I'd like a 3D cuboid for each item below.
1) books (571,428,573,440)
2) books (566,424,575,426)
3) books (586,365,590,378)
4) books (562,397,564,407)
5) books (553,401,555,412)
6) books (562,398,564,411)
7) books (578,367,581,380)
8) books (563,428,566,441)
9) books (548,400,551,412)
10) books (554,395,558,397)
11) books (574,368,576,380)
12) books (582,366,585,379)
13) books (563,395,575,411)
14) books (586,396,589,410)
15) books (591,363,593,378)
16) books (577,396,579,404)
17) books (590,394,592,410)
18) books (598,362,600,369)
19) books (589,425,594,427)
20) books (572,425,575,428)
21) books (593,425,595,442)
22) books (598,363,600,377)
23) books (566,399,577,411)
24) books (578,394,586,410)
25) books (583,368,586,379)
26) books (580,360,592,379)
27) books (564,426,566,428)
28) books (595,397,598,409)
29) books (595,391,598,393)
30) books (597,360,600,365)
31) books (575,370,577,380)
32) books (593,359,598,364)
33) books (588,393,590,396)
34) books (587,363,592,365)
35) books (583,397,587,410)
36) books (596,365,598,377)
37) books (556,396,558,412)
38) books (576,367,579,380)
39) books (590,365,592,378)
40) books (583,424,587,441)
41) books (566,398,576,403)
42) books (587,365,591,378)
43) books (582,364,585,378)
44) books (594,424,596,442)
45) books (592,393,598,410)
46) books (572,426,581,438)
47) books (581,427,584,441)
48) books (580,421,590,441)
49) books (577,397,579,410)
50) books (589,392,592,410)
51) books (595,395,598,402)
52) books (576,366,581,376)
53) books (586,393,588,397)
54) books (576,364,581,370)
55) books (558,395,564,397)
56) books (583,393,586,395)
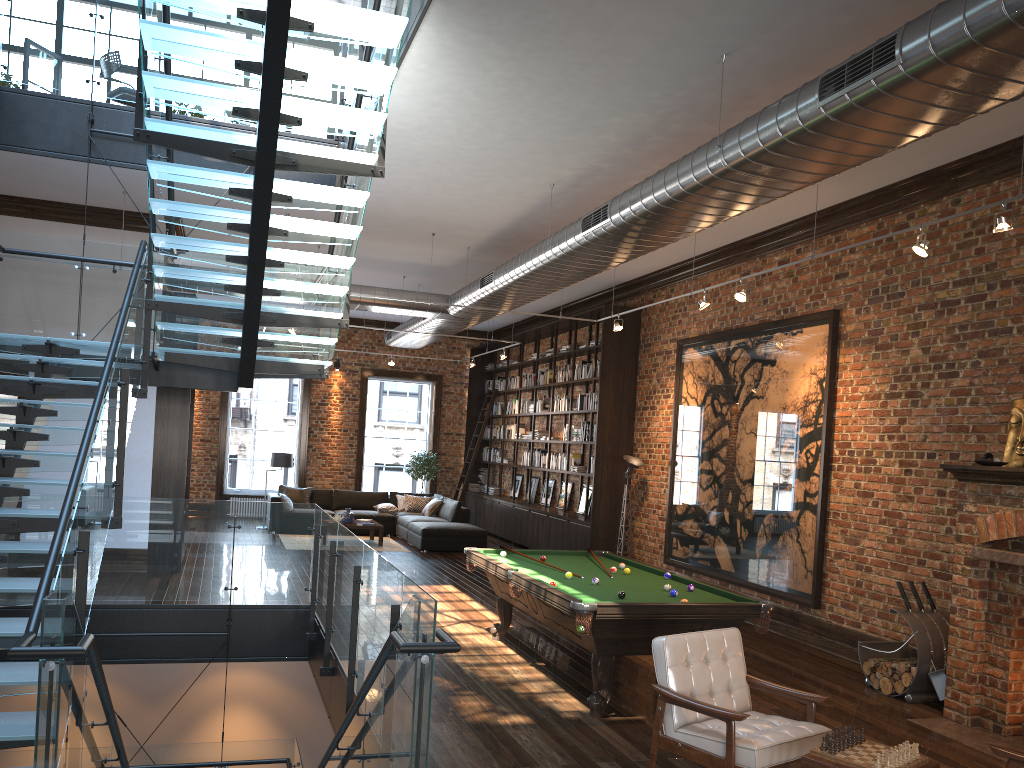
[{"bbox_3d":[1.057,0.863,15.051,0.184,0.222,0.033,4,1,-18],"label":"books"},{"bbox_3d":[1.006,0.841,15.304,0.154,0.296,0.016,4,1,-18],"label":"books"},{"bbox_3d":[1.298,-0.185,14.519,0.165,0.258,0.099,4,0,-18],"label":"books"},{"bbox_3d":[0.958,0.363,15.487,0.156,0.265,0.014,4,1,-18],"label":"books"},{"bbox_3d":[0.806,0.411,15.890,0.224,0.209,0.064,4,0,-18],"label":"books"},{"bbox_3d":[0.971,0.373,15.428,0.186,0.238,0.035,4,1,-18],"label":"books"},{"bbox_3d":[1.191,-0.159,14.842,0.169,0.231,0.028,4,1,-18],"label":"books"},{"bbox_3d":[0.984,0.879,15.315,0.187,0.219,0.016,4,1,-18],"label":"books"},{"bbox_3d":[0.766,0.391,16.009,0.190,0.260,0.093,4,0,-18],"label":"books"},{"bbox_3d":[0.806,0.360,15.983,0.143,0.324,0.116,3,0,-18],"label":"books"},{"bbox_3d":[1.139,-0.145,14.996,0.172,0.219,0.027,4,1,-18],"label":"books"},{"bbox_3d":[1.253,-0.173,14.638,0.172,0.236,0.025,4,1,-18],"label":"books"},{"bbox_3d":[0.984,0.345,15.363,0.183,0.285,0.034,4,1,-18],"label":"books"},{"bbox_3d":[1.297,0.317,14.390,0.189,0.240,0.016,4,1,-18],"label":"books"},{"bbox_3d":[1.365,-0.198,14.302,0.189,0.252,0.018,4,1,-18],"label":"books"},{"bbox_3d":[1.163,0.337,14.872,0.161,0.254,0.014,4,1,-18],"label":"books"},{"bbox_3d":[1.351,0.294,14.238,0.177,0.272,0.042,4,1,-18],"label":"books"},{"bbox_3d":[1.443,-0.216,14.061,0.163,0.263,0.030,4,1,-18],"label":"books"},{"bbox_3d":[1.312,0.799,14.289,0.192,0.271,0.026,4,1,-18],"label":"books"},{"bbox_3d":[1.081,0.843,15.093,0.129,0.270,0.034,3,1,-18],"label":"books"},{"bbox_3d":[1.381,0.788,14.096,0.158,0.273,0.032,4,1,-18],"label":"books"},{"bbox_3d":[1.446,-0.206,14.031,0.165,0.240,0.031,4,1,-18],"label":"books"},{"bbox_3d":[1.027,0.378,15.265,0.182,0.218,0.050,4,0,-18],"label":"books"},{"bbox_3d":[1.214,0.311,14.547,0.246,0.265,0.037,4,1,-18],"label":"books"},{"bbox_3d":[1.263,-0.159,14.588,0.190,0.202,0.027,4,1,-18],"label":"books"},{"bbox_3d":[1.230,-0.218,14.703,0.180,0.332,0.016,4,1,-18],"label":"books"},{"bbox_3d":[0.980,0.859,15.352,0.174,0.265,0.026,4,1,-18],"label":"books"},{"bbox_3d":[1.394,0.309,13.864,0.190,0.194,0.028,4,0,-18],"label":"books"},{"bbox_3d":[1.358,0.265,13.991,0.183,0.294,0.012,4,1,-18],"label":"books"},{"bbox_3d":[1.418,-0.227,14.182,0.131,0.299,0.022,3,1,-18],"label":"books"},{"bbox_3d":[1.149,-0.132,14.920,0.190,0.182,0.025,4,0,-18],"label":"books"},{"bbox_3d":[1.377,-0.234,14.271,0.166,0.321,0.008,4,1,-18],"label":"books"},{"bbox_3d":[1.310,0.299,14.431,0.162,0.283,0.056,4,1,-18],"label":"books"},{"bbox_3d":[1.296,-0.196,14.576,0.153,0.279,0.013,4,1,-18],"label":"books"},{"bbox_3d":[1.263,0.327,14.484,0.187,0.230,0.035,4,1,-18],"label":"books"},{"bbox_3d":[1.410,-0.185,14.153,0.169,0.210,0.033,4,1,-18],"label":"books"},{"bbox_3d":[0.875,0.368,15.753,0.173,0.283,0.013,4,1,-18],"label":"books"},{"bbox_3d":[1.174,-0.164,14.867,0.185,0.242,0.030,4,1,-18],"label":"books"},{"bbox_3d":[1.352,-0.182,14.322,0.183,0.221,0.010,4,1,-18],"label":"books"},{"bbox_3d":[1.257,0.804,14.485,0.167,0.282,0.072,4,0,-18],"label":"books"},{"bbox_3d":[1.010,0.370,15.289,0.171,0.238,0.057,4,0,-18],"label":"books"},{"bbox_3d":[1.324,-0.178,14.398,0.169,0.232,0.146,4,-1,-18],"label":"books"},{"bbox_3d":[1.246,-0.185,14.657,0.168,0.262,0.016,4,1,-18],"label":"books"},{"bbox_3d":[1.389,0.785,14.066,0.160,0.277,0.031,4,1,-18],"label":"books"},{"bbox_3d":[1.365,0.278,13.943,0.189,0.263,0.030,4,1,-18],"label":"books"},{"bbox_3d":[1.098,0.841,15.028,0.138,0.267,0.034,4,1,-18],"label":"books"},{"bbox_3d":[1.230,0.830,14.551,0.179,0.237,0.036,4,1,-18],"label":"books"},{"bbox_3d":[1.218,0.780,14.571,0.180,0.339,0.013,4,1,-18],"label":"books"},{"bbox_3d":[1.178,0.320,14.822,0.167,0.282,0.060,4,1,-18],"label":"books"},{"bbox_3d":[1.331,0.285,14.297,0.181,0.295,0.025,4,1,-18],"label":"books"},{"bbox_3d":[1.387,0.296,13.905,0.162,0.224,0.056,4,0,-18],"label":"books"},{"bbox_3d":[1.170,-0.166,14.897,0.178,0.251,0.029,4,1,-18],"label":"books"},{"bbox_3d":[1.283,0.304,14.532,0.159,0.285,0.014,4,1,-18],"label":"books"},{"bbox_3d":[1.156,-0.184,14.968,0.150,0.294,0.032,4,1,-18],"label":"books"},{"bbox_3d":[0.875,0.355,15.737,0.152,0.307,0.016,3,1,-18],"label":"books"},{"bbox_3d":[1.235,0.306,14.620,0.156,0.288,0.030,4,1,-18],"label":"books"}]
